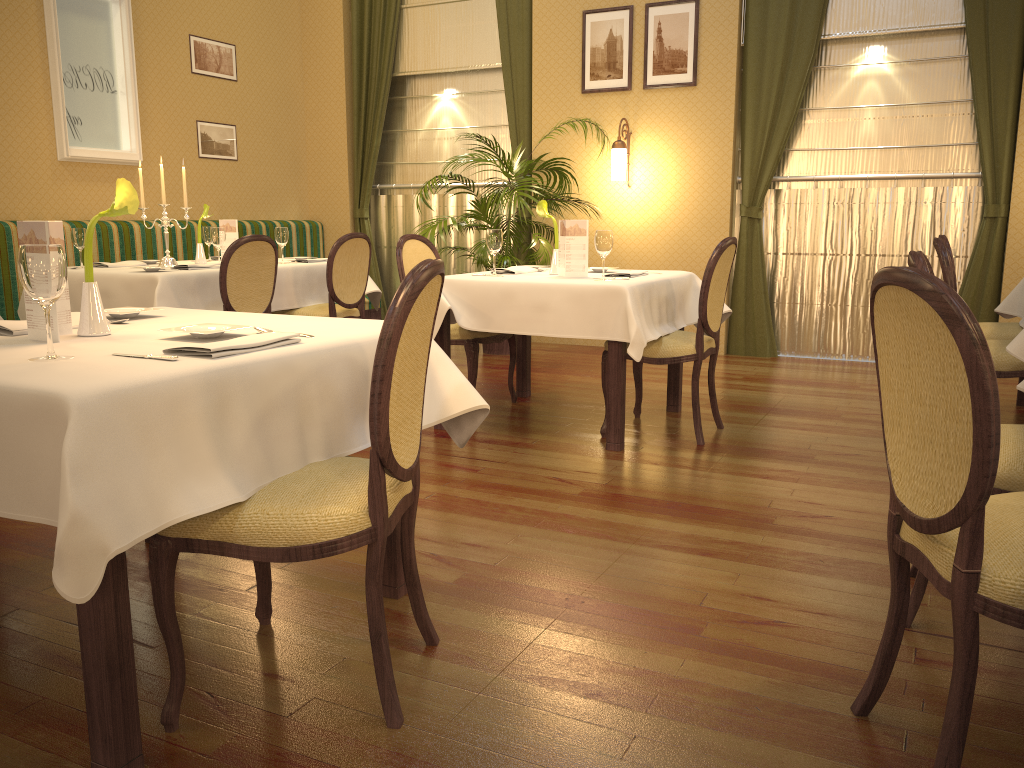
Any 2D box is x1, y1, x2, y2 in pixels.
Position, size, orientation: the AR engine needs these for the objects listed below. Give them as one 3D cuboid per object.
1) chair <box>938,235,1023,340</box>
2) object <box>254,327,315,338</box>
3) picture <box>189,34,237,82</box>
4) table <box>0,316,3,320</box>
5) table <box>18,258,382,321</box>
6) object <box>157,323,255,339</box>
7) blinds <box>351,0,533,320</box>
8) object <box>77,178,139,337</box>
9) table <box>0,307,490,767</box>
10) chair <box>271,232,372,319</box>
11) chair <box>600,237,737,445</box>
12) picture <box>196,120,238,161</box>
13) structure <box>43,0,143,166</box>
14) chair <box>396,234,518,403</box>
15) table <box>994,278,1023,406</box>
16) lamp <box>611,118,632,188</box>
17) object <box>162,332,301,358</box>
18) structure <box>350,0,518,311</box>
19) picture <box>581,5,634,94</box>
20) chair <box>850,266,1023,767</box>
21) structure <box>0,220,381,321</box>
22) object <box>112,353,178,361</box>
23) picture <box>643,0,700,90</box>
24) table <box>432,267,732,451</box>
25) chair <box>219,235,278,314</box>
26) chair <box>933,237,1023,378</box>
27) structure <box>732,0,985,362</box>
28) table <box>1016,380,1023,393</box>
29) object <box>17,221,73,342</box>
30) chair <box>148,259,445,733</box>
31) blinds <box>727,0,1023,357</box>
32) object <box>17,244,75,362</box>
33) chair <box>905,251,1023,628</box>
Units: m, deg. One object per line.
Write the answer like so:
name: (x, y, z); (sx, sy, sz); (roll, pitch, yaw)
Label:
chair: (2.499, -0.294, 4.627); (0.571, 0.955, 0.530); (5, 12, 26)
object: (-0.557, -0.125, 2.160); (0.181, 0.015, 0.038); (6, 12, 28)
picture: (-2.428, -2.652, 7.227); (0.008, 0.294, 0.504); (5, 12, 26)
table: (-3.063, 0.053, 3.296); (1.385, 0.759, 2.152); (5, 12, 26)
table: (-1.846, -0.388, 5.665); (1.385, 0.759, 2.152); (5, 12, 26)
object: (-0.729, -0.122, 2.120); (0.160, 0.024, 0.160); (5, 12, 26)
blinds: (-0.638, -2.675, 7.635); (1.934, 4.537, 0.225); (5, 12, 26)
object: (-0.974, -0.302, 2.126); (0.163, 0.375, 0.076); (1, 11, 4)
table: (-0.907, 0.252, 2.222); (1.389, 0.759, 1.395); (6, 12, 28)
chair: (-1.205, -0.487, 5.677); (0.571, 0.955, 0.530); (5, 12, 26)
chair: (0.770, -0.231, 4.293); (0.571, 0.955, 0.530); (5, 12, 26)
picture: (-2.434, -2.009, 7.334); (0.008, 0.294, 0.437); (5, 12, 26)
structure: (-2.973, -3.052, 6.098); (0.200, 2.985, 0.670); (5, 12, 26)
chair: (-0.315, -0.341, 4.889); (0.571, 0.955, 0.530); (5, 12, 26)
table: (2.974, -0.081, 4.004); (1.385, 0.759, 2.152); (5, 12, 26)
lamp: (0.837, -1.772, 6.794); (0.114, 0.513, 0.323); (3, 11, 16)
object: (-0.608, -0.088, 1.944); (0.142, 0.024, 0.273); (5, 12, 26)
structure: (-0.588, -2.682, 7.738); (1.942, 4.511, 0.123); (5, 12, 26)
picture: (0.734, -2.585, 6.871); (0.412, 0.619, 0.022); (5, 12, 26)
chair: (0.945, 0.265, 1.627); (0.571, 0.955, 0.530); (0, 11, 2)
structure: (-4.854, 0.168, 1.974); (0.850, 1.031, 14.516); (5, 12, 26)
object: (-0.752, -0.058, 1.808); (0.185, 0.010, 0.017); (5, 12, 26)
picture: (1.189, -2.543, 6.645); (0.412, 0.619, 0.022); (5, 12, 26)
table: (0.310, -0.189, 4.590); (1.389, 0.759, 1.395); (6, 12, 28)
chair: (-1.615, -0.353, 4.953); (0.571, 0.955, 0.530); (5, 12, 26)
chair: (2.150, -0.167, 3.949); (0.571, 0.955, 0.530); (5, 12, 26)
structure: (2.535, -2.393, 6.180); (1.900, 4.511, 0.134); (5, 12, 26)
table: (1.767, 0.356, 1.658); (1.385, 0.759, 2.152); (5, 12, 26)
object: (-1.100, -0.241, 2.077); (0.081, 0.277, 0.166); (-3, 11, -16)
chair: (-0.432, 0.205, 1.952); (0.571, 0.955, 0.530); (1, 11, 7)
blinds: (2.488, -2.386, 6.070); (1.878, 4.537, 0.129); (5, 12, 26)
object: (-0.934, -0.163, 1.777); (0.088, 0.229, 0.088); (-4, 11, -21)
chair: (1.293, 0.143, 2.282); (0.571, 0.955, 0.530); (5, 12, 26)
